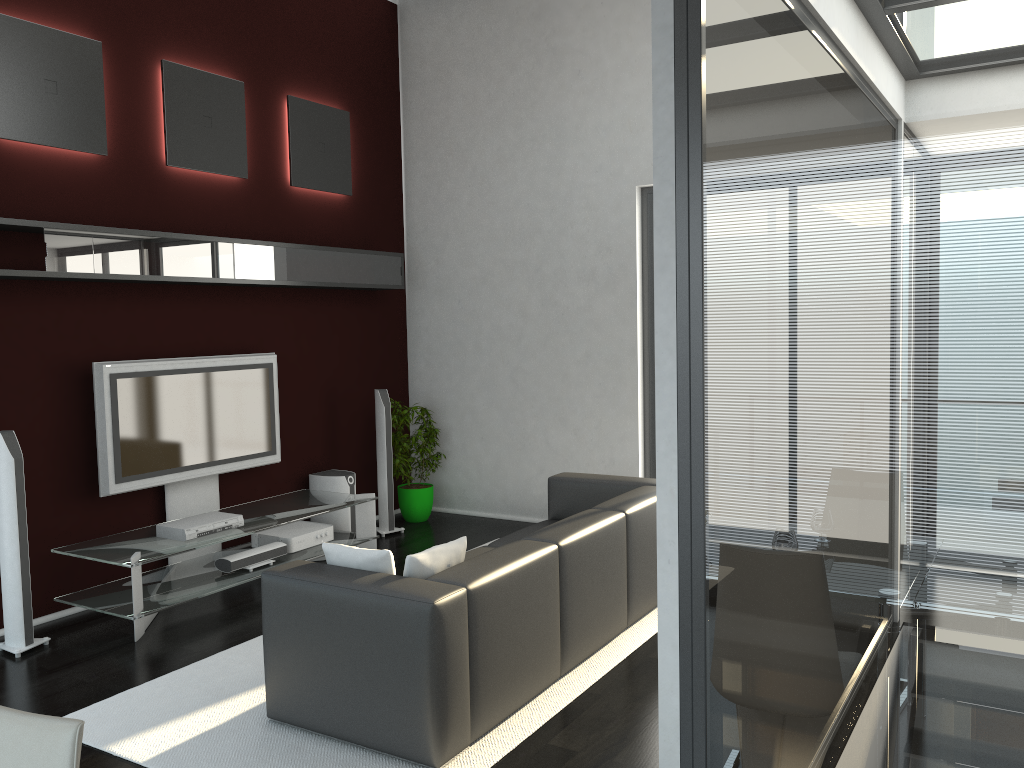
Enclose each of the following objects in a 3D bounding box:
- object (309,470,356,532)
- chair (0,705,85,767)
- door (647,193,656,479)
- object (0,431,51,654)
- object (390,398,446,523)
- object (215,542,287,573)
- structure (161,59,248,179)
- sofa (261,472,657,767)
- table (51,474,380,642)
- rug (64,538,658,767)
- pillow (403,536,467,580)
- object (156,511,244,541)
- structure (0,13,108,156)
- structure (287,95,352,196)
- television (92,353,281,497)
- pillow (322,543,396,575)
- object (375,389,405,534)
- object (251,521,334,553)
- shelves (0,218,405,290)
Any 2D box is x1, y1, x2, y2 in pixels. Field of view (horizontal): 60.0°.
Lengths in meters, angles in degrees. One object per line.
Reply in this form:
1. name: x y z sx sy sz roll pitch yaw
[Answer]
1. object: -1.373 0.960 6.958 0.323 0.518 0.286 1 5 31
2. chair: -1.025 1.120 1.457 0.471 0.959 0.612 0 4 21
3. door: 1.896 -0.159 6.466 1.900 2.600 0.050 1 5 31
4. object: -2.636 0.819 4.681 0.215 1.141 0.228 0 4 16
5. object: -0.859 0.640 7.585 0.507 1.068 0.599 0 4 16
6. object: -1.678 1.118 5.738 0.182 0.090 0.470 1 5 31
7. structure: -2.096 -1.785 6.054 0.055 0.676 0.678 1 5 31
8. sofa: 0.036 1.011 4.677 0.943 0.652 2.781 1 5 31
9. table: -1.841 0.773 5.809 0.771 1.093 2.046 1 5 31
10. rug: -0.254 1.348 4.868 1.875 0.009 3.695 1 5 31
11. pillow: -0.349 0.858 3.782 0.169 0.361 0.376 1 5 33
12. object: -1.924 0.877 5.485 0.273 0.073 0.439 1 5 31
13. structure: -2.672 -1.708 5.111 0.055 0.676 0.678 1 5 31
14. structure: -1.520 -1.863 6.997 0.055 0.676 0.678 1 5 31
15. television: -2.096 0.224 5.891 0.099 0.807 1.436 1 5 31
16. pillow: -0.630 0.861 3.837 0.376 0.358 0.186 1 5 33
17. object: -1.029 0.614 7.146 0.228 1.141 0.215 -5 5 -43
18. object: -1.556 1.085 6.320 0.412 0.106 0.449 1 5 31
19. shelves: -2.858 -0.710 4.597 0.305 0.301 6.988 1 5 31
